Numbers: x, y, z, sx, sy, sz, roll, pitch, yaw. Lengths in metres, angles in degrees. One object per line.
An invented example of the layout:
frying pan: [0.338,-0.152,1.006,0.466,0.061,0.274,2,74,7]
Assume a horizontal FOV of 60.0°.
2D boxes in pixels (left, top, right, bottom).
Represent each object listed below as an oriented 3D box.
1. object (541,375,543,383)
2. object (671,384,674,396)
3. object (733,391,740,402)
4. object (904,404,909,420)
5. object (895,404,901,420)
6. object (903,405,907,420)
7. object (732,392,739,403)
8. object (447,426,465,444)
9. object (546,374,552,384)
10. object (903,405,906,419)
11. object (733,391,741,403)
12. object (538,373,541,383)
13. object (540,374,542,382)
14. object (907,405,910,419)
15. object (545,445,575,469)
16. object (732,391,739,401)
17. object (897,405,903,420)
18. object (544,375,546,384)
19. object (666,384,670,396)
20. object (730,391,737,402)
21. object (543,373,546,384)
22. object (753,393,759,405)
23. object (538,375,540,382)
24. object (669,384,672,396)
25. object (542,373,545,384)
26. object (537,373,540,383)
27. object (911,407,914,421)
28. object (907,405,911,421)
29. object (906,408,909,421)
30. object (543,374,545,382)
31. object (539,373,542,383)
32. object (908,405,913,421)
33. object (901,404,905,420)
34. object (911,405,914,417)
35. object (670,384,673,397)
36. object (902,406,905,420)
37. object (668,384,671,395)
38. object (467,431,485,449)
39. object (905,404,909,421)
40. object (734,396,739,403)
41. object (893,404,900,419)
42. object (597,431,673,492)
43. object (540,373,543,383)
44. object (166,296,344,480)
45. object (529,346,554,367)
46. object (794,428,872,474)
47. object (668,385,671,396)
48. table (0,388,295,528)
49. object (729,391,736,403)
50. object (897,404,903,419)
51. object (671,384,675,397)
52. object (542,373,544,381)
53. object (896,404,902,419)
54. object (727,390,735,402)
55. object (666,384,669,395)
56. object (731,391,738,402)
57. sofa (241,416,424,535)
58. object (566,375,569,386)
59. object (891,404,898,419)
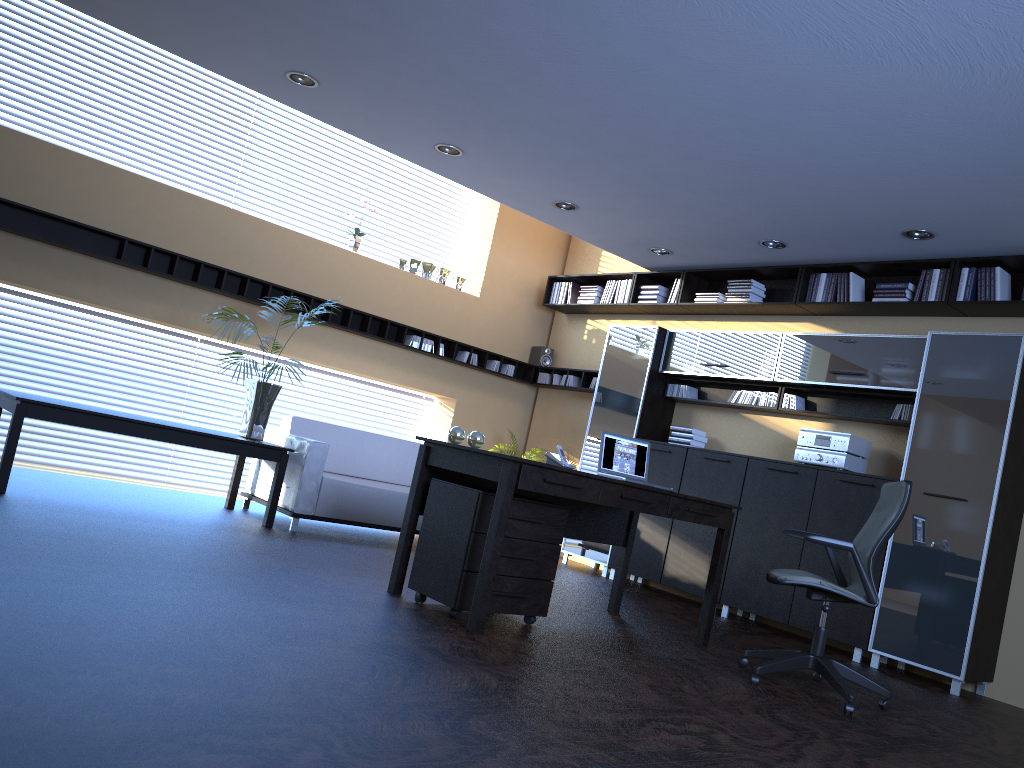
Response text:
object: [0.389,-0.050,9.914,0.142,0.120,0.009,16,-5,-38]
object: [1.568,0.076,8.427,0.140,0.118,0.006,16,-5,-38]
object: [2.027,0.129,7.852,0.140,0.109,0.055,16,-5,-38]
object: [2.980,0.226,6.630,0.142,0.120,0.009,16,-5,-39]
object: [2.947,0.224,6.695,0.142,0.120,0.030,16,-5,-38]
object: [2.982,0.227,6.645,0.142,0.120,0.009,16,-5,-39]
object: [2.028,0.129,7.853,0.142,0.112,0.059,16,-5,-38]
object: [-0.324,0.300,5.169,0.105,0.105,0.105,14,-4,-19]
object: [0.436,-0.044,9.855,0.142,0.118,0.040,16,-5,-38]
object: [2.978,0.227,6.655,0.142,0.120,0.009,16,-5,-38]
object: [2.031,0.129,7.843,0.140,0.109,0.055,16,-5,-38]
object: [0.364,-0.053,9.946,0.142,0.120,0.009,16,-5,-38]
object: [0.377,-0.051,9.930,0.142,0.120,0.009,16,-5,-38]
object: [2.990,0.226,6.613,0.140,0.118,0.006,16,-5,-38]
object: [0.291,0.430,5.252,0.146,0.126,0.131,9,-5,36]
object: [2.018,0.127,7.857,0.140,0.109,0.055,16,-5,-38]
object: [2.958,0.226,6.678,0.142,0.120,0.030,16,-5,-38]
object: [0.421,-0.047,9.874,0.142,0.120,0.009,16,-5,-38]
object: [1.535,0.072,8.466,0.142,0.120,0.009,16,-5,-38]
object: [2.008,0.126,7.876,0.142,0.112,0.059,16,-5,-38]
object: [0.415,-0.047,9.882,0.142,0.120,0.009,16,-5,-38]
object: [2.157,0.139,7.683,0.140,0.116,0.036,16,-5,-39]
object: [0.357,-0.053,9.955,0.142,0.120,0.009,16,-5,-38]
object: [1.554,0.074,8.443,0.142,0.120,0.009,16,-5,-38]
object: [0.402,-0.049,9.898,0.142,0.120,0.009,16,-5,-38]
object: [0.351,-0.054,9.962,0.142,0.120,0.009,16,-5,-38]
object: [3.016,0.230,6.595,0.142,0.120,0.009,16,-5,-38]
object: [2.999,0.229,6.620,0.142,0.120,0.009,16,-5,-38]
object: [2.998,0.230,6.632,0.142,0.120,0.009,16,-5,-38]
object: [0.408,-0.048,9.890,0.142,0.120,0.009,16,-5,-38]
object: [0.370,-0.052,9.939,0.142,0.120,0.009,16,-5,-38]
object: [3.003,0.229,6.610,0.142,0.120,0.009,16,-5,-39]
object: [2.971,0.226,6.661,0.142,0.120,0.009,16,-5,-39]
object: [3.018,0.232,6.610,0.140,0.118,0.006,16,-5,-38]
object: [1.565,0.076,8.439,0.142,0.120,0.009,16,-5,-38]
object: [2.973,0.226,6.651,0.140,0.118,0.006,16,-5,-38]
object: [1.543,0.073,8.459,0.140,0.118,0.006,16,-5,-38]
object: [-0.211,0.327,5.197,0.105,0.105,0.105,14,-4,-19]
object: [2.983,0.226,6.632,0.142,0.124,0.009,16,-5,-38]
object: [2.037,0.130,7.847,0.142,0.112,0.059,16,-5,-38]
object: [2.940,0.224,6.703,0.142,0.120,0.030,16,-5,-38]
object: [0.773,0.474,5.479,0.391,0.282,0.322,15,-5,-28]
object: [0.383,-0.051,9.922,0.142,0.120,0.009,16,-5,-38]
object: [-2.187,0.107,7.436,1.042,1.856,1.895,14,-4,-18]
object: [0.334,-0.298,10.078,0.159,0.229,0.254,14,-5,-28]
object: [2.489,0.529,6.901,0.364,0.281,0.429,16,-6,-38]
object: [1.549,0.074,8.451,0.140,0.118,0.006,16,-5,-38]
table: [-2.687,0.550,6.396,1.901,0.602,0.896,16,-6,-38]
object: [2.005,0.127,7.887,0.142,0.112,0.059,16,-5,-38]
object: [2.952,0.224,6.674,0.140,0.117,0.026,16,-5,-38]
object: [1.574,0.077,8.420,0.142,0.120,0.009,16,-5,-39]
object: [0.396,-0.049,9.906,0.142,0.120,0.009,16,-5,-38]
object: [2.953,0.225,6.687,0.142,0.120,0.030,16,-5,-38]
object: [1.991,0.124,7.888,0.142,0.112,0.059,16,-5,-39]
object: [1.531,0.072,8.475,0.142,0.120,0.009,16,-5,-38]
object: [2.014,0.127,7.867,0.142,0.112,0.059,16,-5,-38]
sofa: [-1.115,0.879,7.684,2.063,0.847,1.012,16,-6,-38]
object: [0.652,-0.022,9.584,0.142,0.120,0.009,16,-5,-38]
object: [2.931,0.224,6.715,0.142,0.118,0.040,16,-5,-38]
